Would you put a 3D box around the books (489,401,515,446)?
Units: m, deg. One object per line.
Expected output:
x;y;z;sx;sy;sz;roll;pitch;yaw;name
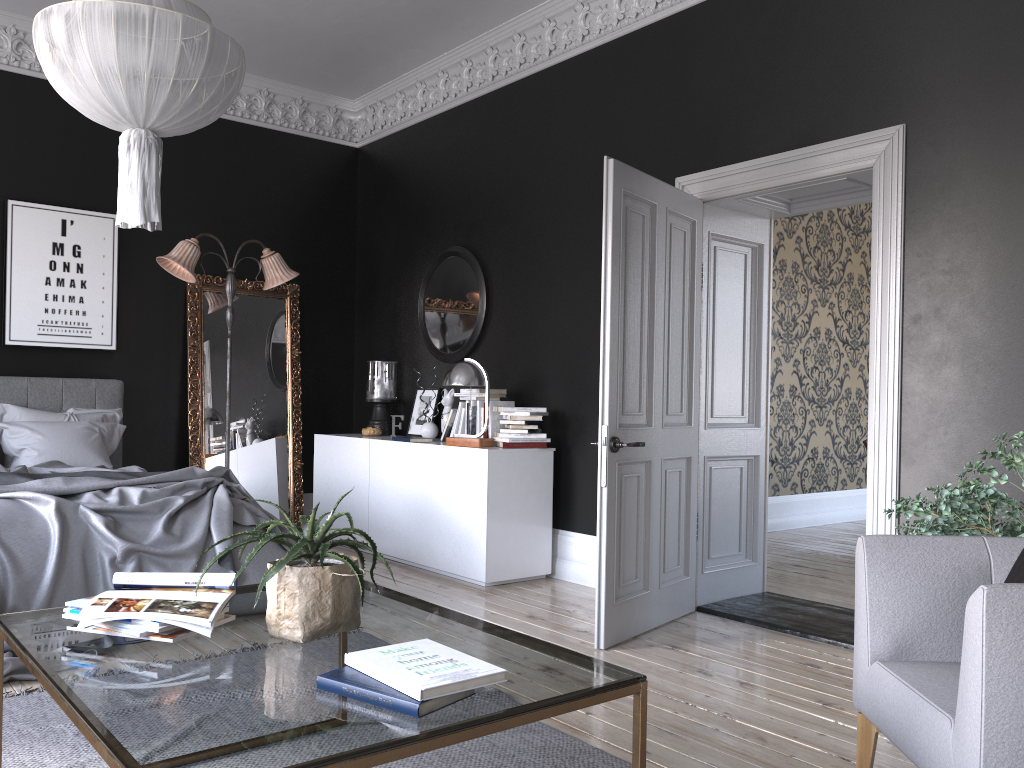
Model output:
-0.070;0.272;6.137;0.220;0.308;0.050;1;0;-39;books

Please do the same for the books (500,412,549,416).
0.084;0.199;5.977;0.220;0.024;0.307;1;-1;26;books

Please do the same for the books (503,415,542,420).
0.069;0.225;5.961;0.220;0.030;0.306;1;-1;-9;books

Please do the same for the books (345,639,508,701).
-0.192;0.616;1.929;0.220;0.024;0.307;2;-1;-39;books

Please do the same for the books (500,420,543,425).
0.062;0.255;5.962;0.193;0.030;0.289;1;-1;25;books

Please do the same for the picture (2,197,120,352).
-3.369;-0.801;6.660;0.792;1.078;0.014;1;0;-39;picture

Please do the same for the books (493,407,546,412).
0.049;0.171;5.957;0.306;0.030;0.220;1;-1;-19;books

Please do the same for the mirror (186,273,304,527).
-2.234;0.196;7.490;0.991;2.192;0.254;1;0;-39;mirror

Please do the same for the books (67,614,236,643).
-0.930;0.619;2.302;0.318;0.011;0.252;1;-1;18;books

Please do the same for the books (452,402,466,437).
-0.318;0.278;6.444;0.220;0.296;0.126;1;0;-39;books

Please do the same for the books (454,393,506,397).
-0.227;0.079;6.336;0.307;0.024;0.220;0;-1;41;books

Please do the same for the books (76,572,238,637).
-0.905;0.564;2.287;0.322;0.109;0.273;1;-1;-4;books

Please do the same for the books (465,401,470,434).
-0.238;0.274;6.390;0.221;0.307;0.030;1;0;-39;books

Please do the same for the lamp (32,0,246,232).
-1.474;-1.642;3.558;0.782;2.049;0.784;1;0;5;lamp

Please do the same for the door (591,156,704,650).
0.771;0.104;4.687;0.216;2.374;1.098;1;0;38;door

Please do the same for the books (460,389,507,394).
-0.206;0.052;6.354;0.220;0.030;0.306;2;-1;-29;books

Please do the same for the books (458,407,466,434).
-0.297;0.298;6.420;0.195;0.256;0.091;1;0;-39;books

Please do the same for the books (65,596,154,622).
-0.962;0.577;2.344;0.318;0.011;0.252;1;-1;28;books

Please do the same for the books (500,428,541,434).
0.059;0.315;5.968;0.203;0.029;0.268;1;-1;21;books

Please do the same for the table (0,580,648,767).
-0.573;0.935;2.256;1.093;0.558;1.449;2;-1;-39;table

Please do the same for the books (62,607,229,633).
-0.952;0.598;2.318;0.318;0.011;0.252;1;-1;23;books

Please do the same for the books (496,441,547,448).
0.059;0.404;5.923;0.295;0.038;0.234;1;-1;-12;books

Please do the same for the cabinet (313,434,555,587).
-0.692;0.864;6.688;0.570;0.882;2.396;1;-1;-39;cabinet

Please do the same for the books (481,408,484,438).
-0.136;0.296;6.221;0.195;0.258;0.026;1;0;-39;books

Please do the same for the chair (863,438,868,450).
2.958;0.892;6.706;0.540;0.949;0.420;1;0;31;chair

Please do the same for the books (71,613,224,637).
-0.964;0.609;2.329;0.318;0.011;0.252;0;-1;33;books

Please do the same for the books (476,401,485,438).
-0.155;0.272;6.242;0.220;0.307;0.024;1;0;-39;books

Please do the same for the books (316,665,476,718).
-0.245;0.641;1.890;0.289;0.030;0.193;0;-1;35;books

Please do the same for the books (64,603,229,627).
-0.958;0.588;2.336;0.318;0.011;0.252;1;-1;23;books

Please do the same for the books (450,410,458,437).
-0.348;0.304;6.483;0.195;0.245;0.132;1;0;-39;books

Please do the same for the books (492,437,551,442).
0.063;0.372;5.933;0.319;0.025;0.228;2;-1;-29;books

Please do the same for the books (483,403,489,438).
-0.095;0.278;6.172;0.235;0.295;0.038;1;0;-39;books

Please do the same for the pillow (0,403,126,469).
-3.510;0.403;5.995;1.830;0.760;0.680;2;-1;-39;pillow

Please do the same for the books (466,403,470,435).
-0.240;0.281;6.310;0.193;0.289;0.030;1;0;-39;books

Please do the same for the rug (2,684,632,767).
-0.490;1.206;2.387;2.106;0.050;3.644;2;-1;-38;rug

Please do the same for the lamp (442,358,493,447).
-0.300;0.121;5.953;0.340;0.590;0.328;1;0;31;lamp

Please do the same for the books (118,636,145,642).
-0.976;0.637;2.350;0.162;0.023;0.231;2;-1;-38;books

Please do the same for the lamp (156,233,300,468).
-2.187;0.068;6.841;0.986;2.411;0.772;1;0;-6;lamp

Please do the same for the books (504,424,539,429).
0.061;0.285;5.977;0.193;0.030;0.289;1;-1;-8;books

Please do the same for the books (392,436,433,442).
-0.727;0.403;6.467;0.193;0.030;0.289;2;-1;-33;books

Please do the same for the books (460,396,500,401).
-0.230;0.104;6.342;0.195;0.026;0.258;2;-1;-29;books

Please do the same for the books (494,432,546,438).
0.053;0.344;5.959;0.318;0.031;0.229;1;-1;-9;books

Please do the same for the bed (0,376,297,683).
-2.859;0.583;5.094;3.283;1.298;2.766;0;-1;40;bed

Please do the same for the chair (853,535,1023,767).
1.423;0.832;2.352;0.770;0.863;0.819;1;-1;2;chair

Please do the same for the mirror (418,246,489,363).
-0.485;-0.626;7.007;0.061;0.924;0.924;1;0;-39;mirror

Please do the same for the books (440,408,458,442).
-0.397;0.302;6.496;0.203;0.246;0.158;1;0;-39;books

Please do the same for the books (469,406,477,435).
-0.219;0.292;6.258;0.204;0.270;0.029;1;0;-39;books

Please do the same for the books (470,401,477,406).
-0.204;0.273;6.303;0.220;0.307;0.024;1;0;-39;books
